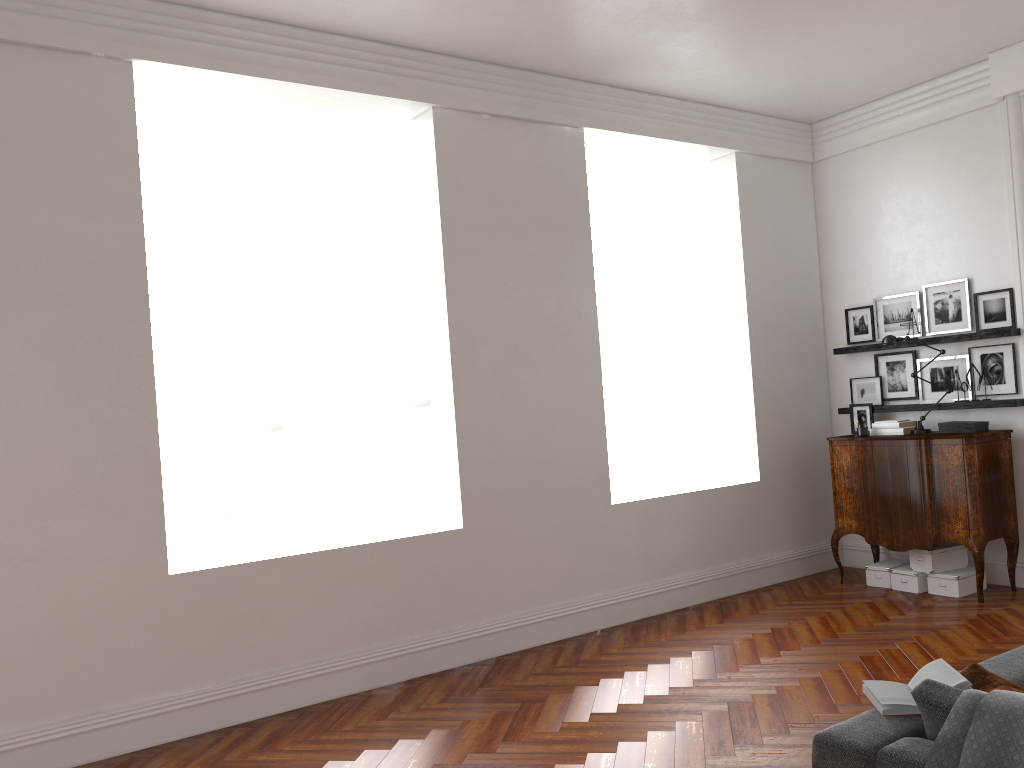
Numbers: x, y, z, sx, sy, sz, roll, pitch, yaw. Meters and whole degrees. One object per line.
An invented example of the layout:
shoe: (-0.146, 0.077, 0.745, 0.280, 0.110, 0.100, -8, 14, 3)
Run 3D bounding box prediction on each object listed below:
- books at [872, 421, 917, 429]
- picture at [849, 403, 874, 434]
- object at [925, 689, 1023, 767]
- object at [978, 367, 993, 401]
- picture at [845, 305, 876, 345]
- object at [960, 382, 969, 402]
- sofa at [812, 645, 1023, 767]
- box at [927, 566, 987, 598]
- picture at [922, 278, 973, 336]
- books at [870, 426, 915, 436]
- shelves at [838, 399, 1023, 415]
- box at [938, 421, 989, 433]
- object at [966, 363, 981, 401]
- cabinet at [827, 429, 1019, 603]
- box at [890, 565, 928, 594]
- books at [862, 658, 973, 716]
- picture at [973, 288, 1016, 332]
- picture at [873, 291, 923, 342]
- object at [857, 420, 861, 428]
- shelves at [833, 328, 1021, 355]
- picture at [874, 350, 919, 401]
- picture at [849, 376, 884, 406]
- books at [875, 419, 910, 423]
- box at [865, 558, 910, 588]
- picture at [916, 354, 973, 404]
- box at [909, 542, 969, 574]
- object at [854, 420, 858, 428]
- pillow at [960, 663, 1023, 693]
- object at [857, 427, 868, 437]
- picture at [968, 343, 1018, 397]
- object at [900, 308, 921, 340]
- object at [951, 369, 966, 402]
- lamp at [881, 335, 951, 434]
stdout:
books: (3.080, 0.328, 7.138, 0.254, 0.044, 0.239, -3, -2, -34)
picture: (2.980, 0.296, 7.551, 0.020, 0.257, 0.213, -4, -1, -34)
object: (1.371, 0.980, 2.027, 0.400, 0.387, 0.753, -4, -2, -34)
object: (3.632, 0.000, 6.805, 0.040, 0.262, 0.110, -4, -1, -34)
picture: (3.019, -0.509, 7.691, 0.020, 0.315, 0.267, -4, -1, -34)
object: (3.511, 0.061, 6.876, 0.040, 0.161, 0.066, -4, -1, -34)
sofa: (2.125, 1.156, 1.803, 1.261, 0.828, 2.647, -3, -2, -34)
box: (3.385, 1.506, 6.745, 0.394, 0.177, 0.245, -3, -2, -34)
picture: (3.455, -0.607, 7.042, 0.020, 0.409, 0.370, -4, -1, -34)
books: (3.079, 0.379, 7.135, 0.229, 0.057, 0.295, -3, -2, -34)
shelves: (3.339, 0.187, 7.172, 0.155, 0.055, 1.516, -3, -2, -34)
box: (3.437, 0.328, 6.750, 0.208, 0.086, 0.282, -3, -2, -34)
object: (3.569, -0.013, 6.847, 0.040, 0.299, 0.118, -4, -1, -34)
cabinet: (3.182, 1.001, 6.961, 0.640, 1.217, 1.267, -4, -1, -34)
box: (3.205, 1.525, 6.957, 0.394, 0.177, 0.245, -3, -1, -29)
books: (1.234, 0.917, 2.692, 0.279, 0.096, 0.225, -4, -1, 8)
picture: (3.666, -0.558, 6.739, 0.020, 0.303, 0.290, -4, -1, -34)
picture: (3.216, -0.558, 7.397, 0.020, 0.367, 0.416, -4, -1, -34)
object: (2.818, 0.355, 7.174, 0.010, 0.139, 0.046, -4, -1, -37)
shelves: (3.300, -0.335, 7.175, 0.158, 0.055, 1.516, -3, -2, -34)
picture: (3.223, -0.064, 7.437, 0.020, 0.406, 0.374, -4, -1, -34)
picture: (3.058, 0.068, 7.649, 0.020, 0.253, 0.300, -4, -1, -34)
books: (3.058, 0.301, 7.129, 0.179, 0.014, 0.201, -3, -2, -34)
box: (3.074, 1.542, 7.204, 0.394, 0.177, 0.209, -3, -2, -39)
picture: (3.459, -0.035, 7.094, 0.020, 0.365, 0.434, -4, -1, -34)
box: (3.298, 1.340, 6.855, 0.394, 0.177, 0.209, -4, -1, -24)
object: (2.795, 0.350, 7.166, 0.010, 0.119, 0.050, -4, -1, -32)
pillow: (1.529, 1.025, 2.541, 0.330, 0.396, 0.470, -4, -1, 3)
object: (2.825, 0.388, 7.141, 0.091, 0.077, 0.091, -5, -1, 29)
picture: (3.674, -0.104, 6.777, 0.020, 0.384, 0.343, -4, -1, -34)
object: (3.254, -0.486, 7.246, 0.040, 0.260, 0.174, -4, -1, -34)
object: (3.491, 0.015, 6.949, 0.040, 0.260, 0.124, -4, -1, -34)
lamp: (3.208, -0.005, 7.029, 0.491, 0.802, 0.174, -5, -1, 20)
